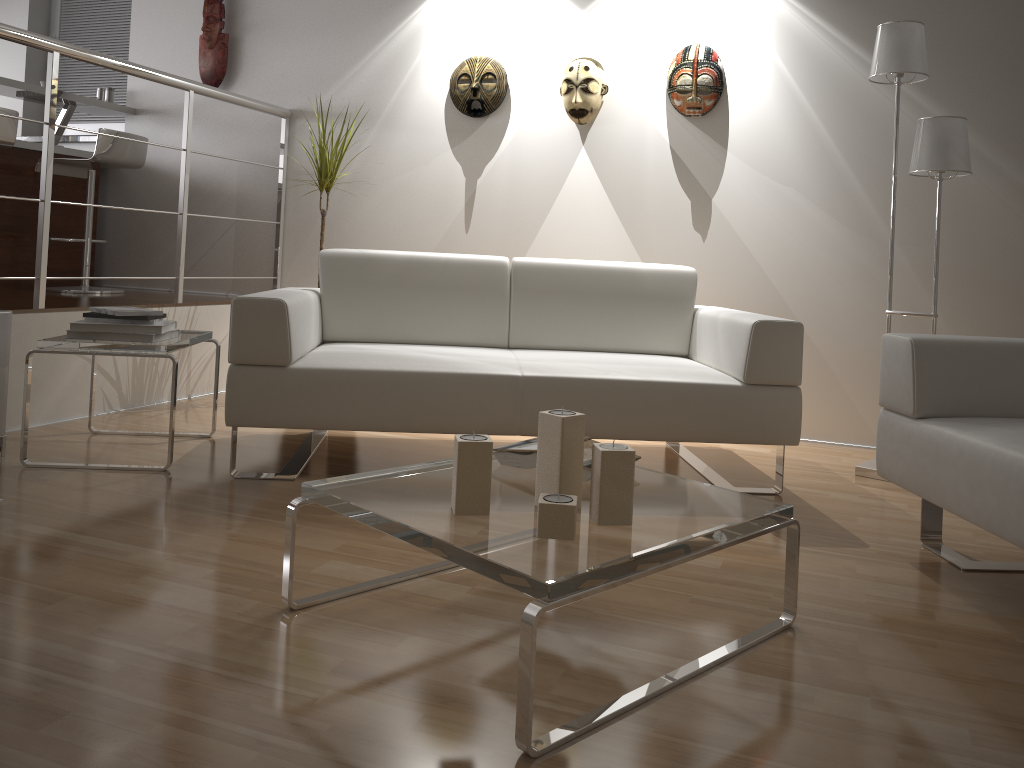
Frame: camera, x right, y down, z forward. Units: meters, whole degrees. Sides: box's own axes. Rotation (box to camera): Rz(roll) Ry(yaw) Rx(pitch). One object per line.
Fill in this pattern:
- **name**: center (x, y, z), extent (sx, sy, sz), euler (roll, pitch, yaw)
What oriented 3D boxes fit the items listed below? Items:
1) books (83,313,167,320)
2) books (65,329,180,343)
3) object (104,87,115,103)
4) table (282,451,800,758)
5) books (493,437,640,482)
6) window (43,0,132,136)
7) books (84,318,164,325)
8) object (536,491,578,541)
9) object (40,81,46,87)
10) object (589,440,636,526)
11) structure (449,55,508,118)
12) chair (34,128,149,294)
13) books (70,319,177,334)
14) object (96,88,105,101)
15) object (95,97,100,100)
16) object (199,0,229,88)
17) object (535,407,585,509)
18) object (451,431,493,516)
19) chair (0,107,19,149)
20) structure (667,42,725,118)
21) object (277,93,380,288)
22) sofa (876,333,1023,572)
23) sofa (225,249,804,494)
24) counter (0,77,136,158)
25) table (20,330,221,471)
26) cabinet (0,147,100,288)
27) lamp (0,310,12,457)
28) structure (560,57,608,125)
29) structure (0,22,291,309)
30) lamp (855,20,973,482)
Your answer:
- **books**: center (-1.308, -0.232, 2.965), extent (0.216, 0.014, 0.153), euler (3, 8, 1)
- **books**: center (-1.311, -0.170, 2.964), extent (0.287, 0.027, 0.229), euler (3, 8, 0)
- **object**: center (-2.387, -1.700, 5.194), extent (0.052, 0.111, 0.052), euler (3, 1, 5)
- **table**: center (0.068, 0.350, 1.792), extent (0.795, 0.248, 0.706), euler (-4, 10, -44)
- **books**: center (0.123, 0.164, 2.039), extent (0.294, 0.056, 0.204), euler (8, 9, 35)
- **window**: center (-2.631, -2.171, 5.557), extent (0.846, 1.267, 0.141), euler (3, -1, 21)
- **books**: center (-1.308, -0.218, 2.965), extent (0.216, 0.014, 0.153), euler (1, 8, -10)
- **object**: center (0.080, 0.225, 1.533), extent (0.067, 0.074, 0.067), euler (3, 3, 6)
- **object**: center (-2.526, -1.618, 4.768), extent (0.079, 0.045, 0.068), euler (-1, 6, -32)
- **object**: center (0.186, 0.178, 1.629), extent (0.067, 0.151, 0.067), euler (3, 0, -9)
- **structure**: center (-0.181, -1.496, 4.388), extent (0.318, 0.316, 0.069), euler (4, 0, 21)
- **chair**: center (-2.231, -0.912, 4.645), extent (0.426, 0.847, 0.387), euler (3, 1, 16)
- **books**: center (-1.309, -0.197, 2.964), extent (0.287, 0.027, 0.229), euler (1, 8, -10)
- **object**: center (-2.444, -1.704, 5.208), extent (0.052, 0.109, 0.052), euler (3, 1, 5)
- **object**: center (-2.427, -1.663, 5.148), extent (0.051, 0.045, 0.051), euler (1, 4, -22)
- **object**: center (-1.689, -2.046, 4.975), extent (0.150, 0.789, 0.151), euler (3, -1, -24)
- **object**: center (0.094, 0.141, 1.703), extent (0.067, 0.196, 0.067), euler (3, 0, -44)
- **object**: center (-0.075, 0.163, 1.648), extent (0.067, 0.150, 0.067), euler (3, 0, -9)
- **chair**: center (-2.514, -0.821, 3.902), extent (0.427, 0.847, 0.387), euler (3, 1, 25)
- **structure**: center (0.833, -1.398, 4.006), extent (0.265, 0.354, 0.075), euler (4, 0, 21)
- **object**: center (-0.892, -0.630, 4.095), extent (0.442, 1.473, 0.500), euler (3, 0, 34)
- **sofa**: center (1.505, 0.209, 1.543), extent (0.905, 0.735, 1.798), euler (2, 7, -4)
- **sofa**: center (-0.003, -0.086, 3.119), extent (1.780, 0.739, 0.913), euler (2, 4, -4)
- **counter**: center (-2.956, -1.420, 4.537), extent (0.841, 0.317, 2.113), euler (5, 8, 20)
- **table**: center (-1.332, 0.030, 3.053), extent (0.464, 0.399, 0.555), euler (2, 5, -4)
- **cabinet**: center (-3.088, -0.878, 4.449), extent (0.635, 0.746, 1.857), euler (4, 7, 20)
- **lamp**: center (-1.780, -0.001, 2.837), extent (0.199, 0.481, 0.192), euler (3, 0, 21)
- **structure**: center (0.325, -1.403, 4.166), extent (0.243, 0.329, 0.129), euler (4, 0, 22)
- **structure**: center (-1.679, -0.861, 3.743), extent (0.057, 1.045, 2.335), euler (2, 6, 21)
- **lamp**: center (1.464, -0.488, 3.190), extent (0.366, 1.670, 0.208), euler (2, -1, 41)
